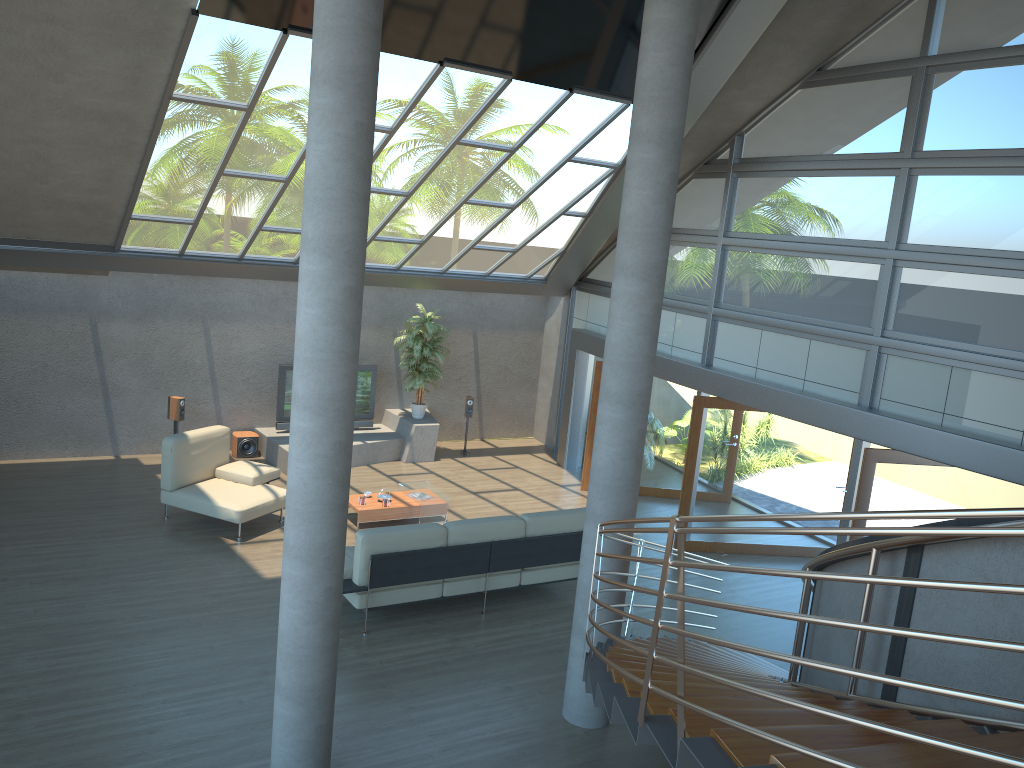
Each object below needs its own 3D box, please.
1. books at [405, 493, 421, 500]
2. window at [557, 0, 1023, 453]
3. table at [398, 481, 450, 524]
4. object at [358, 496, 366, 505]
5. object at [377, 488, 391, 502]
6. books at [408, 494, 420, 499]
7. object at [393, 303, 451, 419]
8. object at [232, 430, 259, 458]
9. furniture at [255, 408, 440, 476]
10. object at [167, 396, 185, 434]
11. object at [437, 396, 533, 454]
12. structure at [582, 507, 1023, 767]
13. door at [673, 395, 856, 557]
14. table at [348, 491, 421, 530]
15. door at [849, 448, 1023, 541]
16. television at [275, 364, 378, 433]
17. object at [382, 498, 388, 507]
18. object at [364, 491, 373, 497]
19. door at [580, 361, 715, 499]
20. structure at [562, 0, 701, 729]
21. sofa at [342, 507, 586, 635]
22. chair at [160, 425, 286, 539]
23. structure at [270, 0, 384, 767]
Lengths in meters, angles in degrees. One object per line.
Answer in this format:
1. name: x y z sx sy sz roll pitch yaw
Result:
1. books: -1.223 1.445 11.401 0.275 0.005 0.189 13 12 37
2. window: 5.154 -0.453 7.953 1.098 6.630 16.616 -1 11 -33
3. table: -1.148 1.524 11.421 0.400 0.342 0.680 0 11 -32
4. object: -1.836 1.424 10.877 0.070 0.101 0.085 -1 11 -33
5. object: -1.593 1.383 11.081 0.178 0.161 0.178 7 10 9
6. books: -1.171 1.444 11.413 0.275 0.005 0.189 14 13 40
7. object: -1.443 -0.364 14.244 0.932 1.857 0.895 8 10 16
8. object: -4.055 0.910 13.429 0.362 0.323 0.425 0 11 -32
9. furniture: -2.335 0.873 13.856 2.936 0.610 1.577 0 11 -32
10. object: -4.787 0.655 12.606 0.234 0.959 0.171 10 10 23
11. object: -3.653 0.391 14.902 21.345 0.982 7.863 0 11 -29
12. structure: 1.588 1.264 4.698 2.349 3.653 6.809 7 10 6
13. door: 3.244 1.193 11.086 2.298 1.977 0.200 4 10 -9
14. table: -1.493 1.579 11.220 1.200 0.250 0.600 0 11 -32
15. door: 4.464 1.666 9.009 2.298 1.977 0.200 4 10 -11
16. television: -2.884 0.226 13.862 1.568 1.063 0.396 0 11 -32
17. object: -1.547 1.452 10.882 0.085 0.101 0.070 5 10 -4
18. object: -1.816 1.382 11.182 0.100 0.086 0.102 1 11 -28
19. door: 2.268 0.731 13.235 2.298 1.977 0.200 5 10 -3
20. structure: 0.935 -0.872 6.432 0.381 7.125 0.382 8 10 11
21. sofa: -0.508 1.701 9.100 3.079 0.947 1.166 0 11 -32
22. chair: -3.312 1.123 10.569 1.244 1.023 1.217 10 10 23
23. structure: -1.044 -0.862 5.209 0.382 7.125 0.381 0 11 -32
